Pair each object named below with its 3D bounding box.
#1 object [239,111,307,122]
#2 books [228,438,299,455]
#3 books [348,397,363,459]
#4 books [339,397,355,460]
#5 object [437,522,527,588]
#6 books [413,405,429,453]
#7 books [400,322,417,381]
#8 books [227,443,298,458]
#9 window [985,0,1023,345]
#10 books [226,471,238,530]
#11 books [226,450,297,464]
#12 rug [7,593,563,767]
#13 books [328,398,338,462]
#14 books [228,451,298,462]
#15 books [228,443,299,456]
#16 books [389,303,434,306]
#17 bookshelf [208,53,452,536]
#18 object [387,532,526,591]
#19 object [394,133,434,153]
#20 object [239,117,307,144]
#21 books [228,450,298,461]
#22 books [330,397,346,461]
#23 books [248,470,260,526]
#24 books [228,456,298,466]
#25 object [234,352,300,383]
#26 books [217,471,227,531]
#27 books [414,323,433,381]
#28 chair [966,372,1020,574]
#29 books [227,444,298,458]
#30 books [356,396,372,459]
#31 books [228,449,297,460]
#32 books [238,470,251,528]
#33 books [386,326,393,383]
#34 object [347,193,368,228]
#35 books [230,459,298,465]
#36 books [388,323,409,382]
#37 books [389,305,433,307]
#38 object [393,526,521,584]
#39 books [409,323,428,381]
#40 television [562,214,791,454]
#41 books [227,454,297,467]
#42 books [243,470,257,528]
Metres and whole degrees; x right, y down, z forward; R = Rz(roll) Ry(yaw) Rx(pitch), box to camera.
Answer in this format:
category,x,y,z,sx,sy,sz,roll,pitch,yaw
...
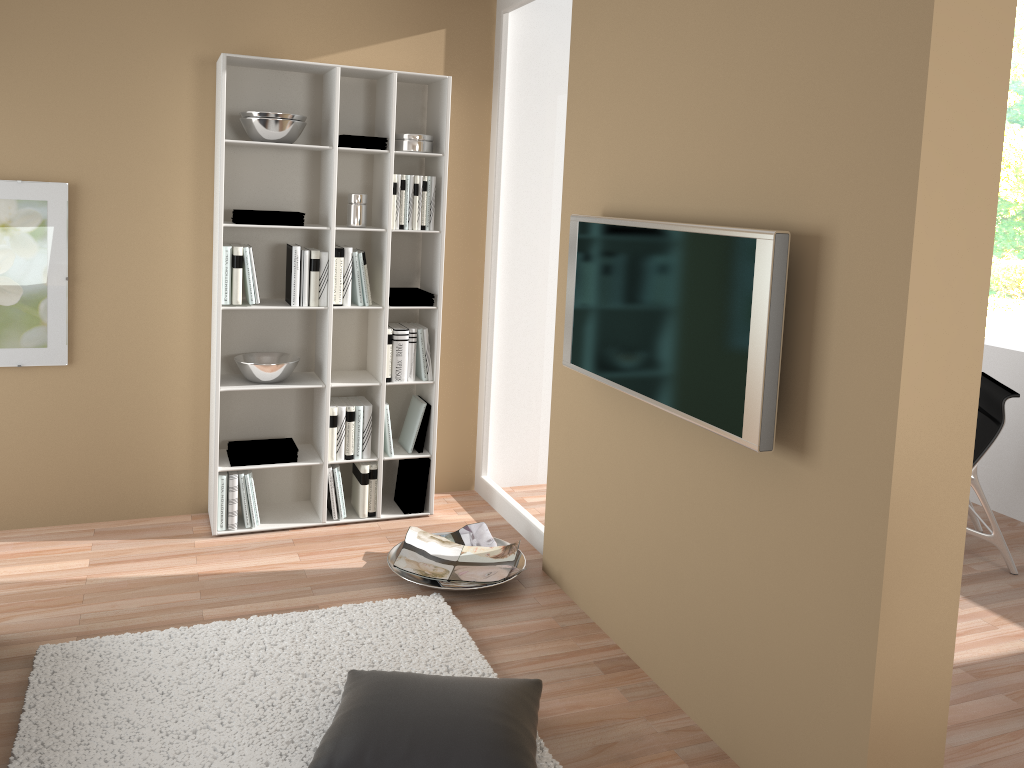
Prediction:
category,x,y,z,sx,sy,sz,roll,pitch,yaw
object,-1.096,-1.182,4.040,0.301,0.105,0.302,10,13,32
books,-1.172,0.293,4.148,0.297,0.006,0.214,-2,13,-22
books,-0.767,0.211,4.287,0.040,0.255,0.211,1,8,-22
books,-0.804,0.213,4.270,0.040,0.255,0.211,1,8,-22
object,-0.194,0.742,3.766,0.343,0.095,0.507,-2,13,-22
books,-0.475,0.202,4.436,0.043,0.235,0.214,1,8,-22
books,-0.520,-0.162,4.360,0.040,0.255,0.211,1,8,-22
books,-1.178,0.302,4.151,0.297,0.007,0.214,-2,13,-22
window,7.602,-2.175,7.669,2.082,5.875,12.229,-2,11,-39
books,-1.303,0.516,4.091,0.040,0.255,0.211,1,8,-22
books,-1.180,0.330,4.149,0.297,0.006,0.214,-3,13,-24
rug,-0.556,1.076,2.268,1.449,0.045,2.059,-2,13,-22
books,-0.880,0.216,4.235,0.040,0.255,0.211,1,8,-22
books,-1.177,0.325,4.150,0.297,0.006,0.214,-2,13,-22
books,-1.173,0.298,4.147,0.297,0.007,0.214,-2,13,-22
books,-0.533,-0.411,4.364,0.210,0.006,0.302,-2,13,-22
bookshelf,-0.880,-0.423,4.222,1.039,2.116,0.337,0,6,-23
object,-0.235,0.767,3.721,0.591,0.063,0.589,13,16,41
object,-0.478,-1.166,4.279,0.191,0.089,0.195,7,11,19
object,-1.098,-1.155,4.042,0.301,0.105,0.302,10,13,32
books,-1.176,0.320,4.149,0.297,0.006,0.214,-2,13,-22
books,-0.844,0.213,4.257,0.040,0.255,0.211,1,8,-22
books,-1.221,0.508,4.139,0.058,0.255,0.211,1,8,-22
books,-1.179,0.341,4.151,0.297,0.006,0.214,-2,13,-22
object,-1.151,-0.070,4.139,0.301,0.105,0.302,10,13,32
books,-1.348,0.517,4.078,0.040,0.255,0.211,1,8,-22
books,-0.446,-0.163,4.385,0.060,0.256,0.211,1,8,-22
chair,1.684,0.337,4.382,1.435,0.815,0.702,5,8,12
books,-1.178,0.308,4.151,0.297,0.007,0.214,-2,13,-22
books,-0.727,0.209,4.303,0.040,0.255,0.211,1,8,-22
books,-1.177,0.314,4.147,0.297,0.006,0.214,-2,13,-21
books,-1.257,0.512,4.112,0.060,0.256,0.211,1,8,-22
books,-0.630,-0.155,4.304,0.040,0.255,0.211,1,8,-22
object,-0.734,-0.822,4.171,0.093,0.160,0.095,2,7,-8
books,-1.178,0.336,4.150,0.297,0.006,0.214,-2,13,-22
books,-0.571,-0.157,4.324,0.076,0.255,0.211,1,8,-22
books,-0.535,-0.406,4.364,0.210,0.007,0.302,-2,13,-22
object,-0.233,0.735,3.733,0.499,0.095,0.348,4,12,7
books,-0.470,-0.163,4.376,0.060,0.256,0.211,1,8,-22
television,0.452,-0.229,2.800,0.054,0.570,1.194,1,11,-22
books,-1.179,0.347,4.150,0.297,0.007,0.214,-2,13,-22
books,-1.231,0.514,4.118,0.058,0.255,0.211,1,8,-22
